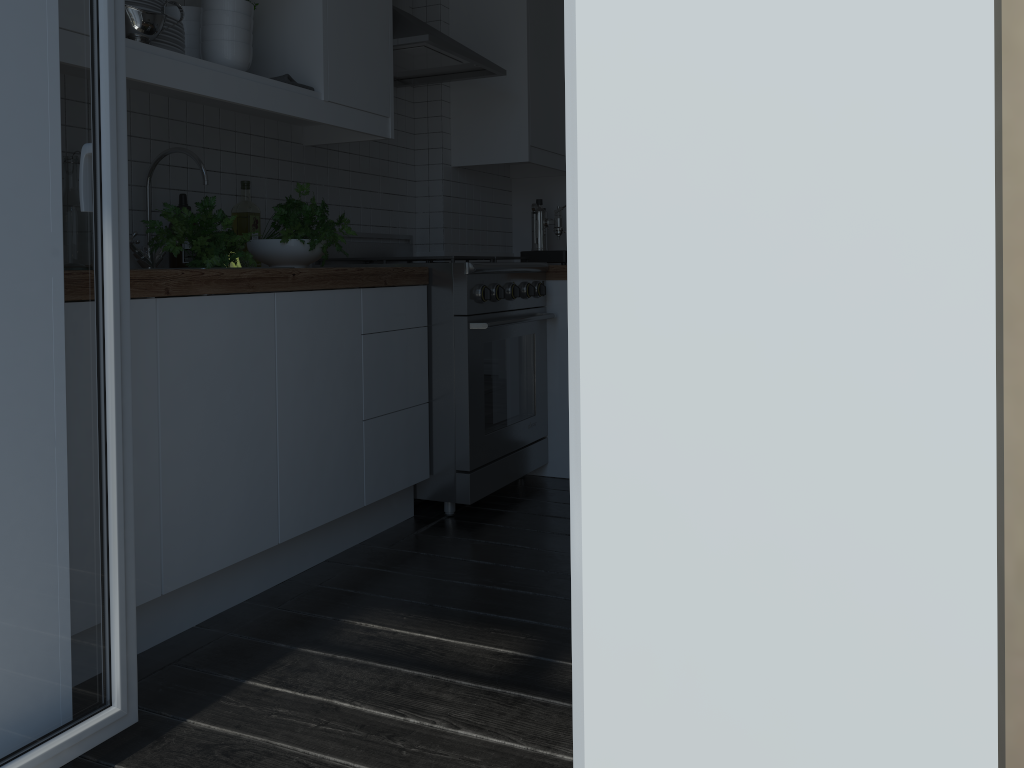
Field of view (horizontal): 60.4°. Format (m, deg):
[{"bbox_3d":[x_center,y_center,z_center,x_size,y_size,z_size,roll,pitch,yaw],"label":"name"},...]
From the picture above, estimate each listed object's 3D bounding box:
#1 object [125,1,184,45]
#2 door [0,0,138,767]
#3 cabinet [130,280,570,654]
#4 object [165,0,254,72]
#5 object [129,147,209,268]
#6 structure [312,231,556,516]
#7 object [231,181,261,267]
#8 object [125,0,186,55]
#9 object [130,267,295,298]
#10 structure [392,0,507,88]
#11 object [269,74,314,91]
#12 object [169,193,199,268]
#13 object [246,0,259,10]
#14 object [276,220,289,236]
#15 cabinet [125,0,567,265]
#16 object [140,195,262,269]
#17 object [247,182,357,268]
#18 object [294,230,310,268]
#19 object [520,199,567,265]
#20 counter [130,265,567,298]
[{"bbox_3d":[-0.909,-0.893,2.172,0.102,0.134,0.211,2,6,37],"label":"object"},{"bbox_3d":[-0.837,-0.350,1.350,0.105,2.021,0.587,0,1,19],"label":"door"},{"bbox_3d":[-0.439,0.060,3.094,0.730,0.810,3.203,2,7,33],"label":"cabinet"},{"bbox_3d":[-0.880,-0.980,2.520,0.309,0.216,0.150,1,4,23],"label":"object"},{"bbox_3d":[-0.966,-0.491,2.505,0.274,0.352,0.189,-1,2,1],"label":"object"},{"bbox_3d":[-0.276,-0.093,3.460,0.722,1.016,0.704,1,3,25],"label":"structure"},{"bbox_3d":[-0.856,-0.513,2.836,0.066,0.282,0.066,0,1,20],"label":"object"},{"bbox_3d":[-1.027,-0.943,2.332,0.306,0.194,0.302,2,6,26],"label":"object"},{"bbox_3d":[-0.843,-0.264,2.422,0.354,0.111,0.374,2,8,25],"label":"object"},{"bbox_3d":[-0.404,-1.891,3.435,0.529,1.301,0.636,0,2,25],"label":"structure"},{"bbox_3d":[-0.772,-0.918,2.707,0.277,0.042,0.247,2,8,18],"label":"object"},{"bbox_3d":[-0.988,-0.458,2.649,0.085,0.230,0.085,-1,2,-10],"label":"object"},{"bbox_3d":[-0.891,-1.087,2.771,0.165,0.365,0.171,-2,2,-28],"label":"object"},{"bbox_3d":[-0.793,-0.491,3.082,0.059,0.172,0.059,0,2,38],"label":"object"},{"bbox_3d":[-0.290,-0.755,3.361,0.780,2.360,3.815,0,5,29],"label":"cabinet"},{"bbox_3d":[-0.797,-0.346,2.367,0.283,0.306,0.472,-1,6,-2],"label":"object"},{"bbox_3d":[-0.658,-0.492,2.719,0.338,0.268,0.273,1,4,15],"label":"object"},{"bbox_3d":[-0.748,-0.498,3.129,0.059,0.172,0.059,0,2,38],"label":"object"},{"bbox_3d":[0.227,-0.748,4.190,0.353,0.369,0.206,1,3,25],"label":"object"},{"bbox_3d":[-0.395,-0.369,3.058,0.847,0.073,3.122,3,8,25],"label":"counter"}]
